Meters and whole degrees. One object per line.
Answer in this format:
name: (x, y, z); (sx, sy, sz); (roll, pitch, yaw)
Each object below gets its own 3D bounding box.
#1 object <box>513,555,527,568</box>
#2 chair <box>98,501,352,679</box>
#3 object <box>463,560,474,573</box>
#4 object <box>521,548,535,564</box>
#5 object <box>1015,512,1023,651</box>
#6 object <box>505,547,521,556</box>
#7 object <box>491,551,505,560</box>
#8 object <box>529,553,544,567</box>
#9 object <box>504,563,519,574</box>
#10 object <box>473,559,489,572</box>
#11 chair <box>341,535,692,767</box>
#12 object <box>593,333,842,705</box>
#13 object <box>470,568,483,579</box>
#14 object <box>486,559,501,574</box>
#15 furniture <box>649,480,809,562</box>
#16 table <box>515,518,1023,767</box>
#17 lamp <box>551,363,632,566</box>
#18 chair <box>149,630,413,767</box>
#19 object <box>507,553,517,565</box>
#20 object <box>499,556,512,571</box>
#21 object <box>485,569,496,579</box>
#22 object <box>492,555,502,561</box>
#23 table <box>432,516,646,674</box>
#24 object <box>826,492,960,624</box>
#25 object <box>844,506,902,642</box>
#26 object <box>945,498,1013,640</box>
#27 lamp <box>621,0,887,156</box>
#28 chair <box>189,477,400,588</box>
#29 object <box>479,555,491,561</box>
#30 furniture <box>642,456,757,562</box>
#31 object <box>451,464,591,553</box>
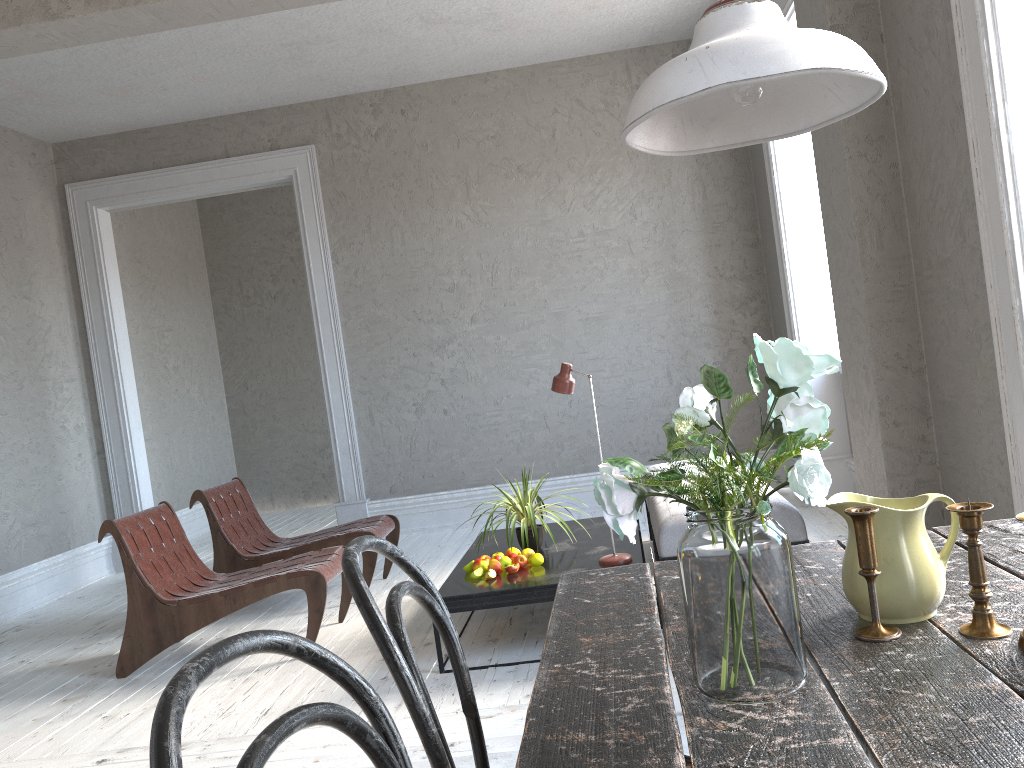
object: (0.034, 0.751, 3.750); (0.058, 0.058, 0.058); (-8, 1, -12)
chair: (-1.294, 0.893, 4.171); (1.013, 0.721, 0.509); (-8, 1, 5)
object: (-0.178, 0.782, 3.799); (0.058, 0.053, 0.060); (-8, 1, 12)
object: (0.069, 0.741, 3.812); (0.066, 0.066, 0.071); (-8, 1, 10)
object: (0.638, 0.223, 1.042); (0.097, 0.172, 0.095); (-8, 1, -13)
object: (0.007, 0.748, 3.877); (0.069, 0.066, 0.071); (-7, 1, 21)
object: (-0.061, 0.759, 3.860); (0.060, 0.063, 0.063); (-7, 2, 37)
object: (0.105, 0.743, 3.746); (0.069, 0.055, 0.058); (-9, 1, -27)
object: (0.000, 0.767, 3.682); (0.064, 0.039, 0.067); (-8, 1, 11)
object: (-0.130, 0.771, 3.756); (0.073, 0.064, 0.076); (-7, 2, 36)
chair: (0.084, 0.656, 1.357); (0.548, 0.921, 0.438); (-8, 1, 3)
object: (0.257, 0.153, 1.053); (0.311, 0.414, 0.252); (-8, 1, 4)
object: (-0.145, 0.788, 3.680); (0.046, 0.037, 0.068); (-7, 1, 32)
object: (-0.076, 0.765, 3.703); (0.060, 0.062, 0.063); (-8, 1, -13)
furniture: (0.923, 0.707, 3.870); (0.581, 0.476, 0.830); (-8, 1, 6)
table: (0.480, 0.706, 0.778); (0.901, 0.735, 1.926); (-8, 1, 6)
lamp: (0.325, 0.320, 3.661); (0.246, 0.839, 0.141); (-7, 2, 41)
chair: (0.028, 0.674, 0.824); (0.544, 0.921, 0.442); (-8, 1, 13)
object: (0.005, 0.755, 3.807); (0.058, 0.056, 0.060); (-8, 1, -8)
object: (-0.028, 0.760, 3.746); (0.063, 0.058, 0.060); (-9, 2, -40)
object: (-0.091, 0.782, 3.635); (0.047, 0.036, 0.061); (-8, 1, 16)
object: (-0.062, 0.763, 3.796); (0.057, 0.058, 0.058); (-8, 1, -4)
table: (0.192, 0.904, 4.056); (0.846, 0.303, 1.314); (-8, 1, 6)
object: (0.533, 0.235, 1.242); (0.152, 0.170, 0.133); (-9, 2, -33)
object: (0.470, 0.247, 1.163); (0.058, 0.167, 0.060); (-7, 2, 19)
object: (0.587, 0.229, 1.118); (0.061, 0.172, 0.063); (-7, 2, 27)
lamp: (0.220, -1.303, 1.271); (0.371, 1.859, 0.387); (-7, 2, 43)
chair: (-1.197, 0.863, 5.025); (1.013, 0.721, 0.509); (-8, 1, 5)
object: (-0.119, 0.771, 3.841); (0.056, 0.058, 0.057); (-7, 1, 30)
furniture: (1.033, 0.672, 4.851); (0.581, 0.476, 0.830); (-8, 1, 6)
object: (0.036, 0.570, 4.084); (0.720, 0.420, 0.673); (-7, 1, 23)
